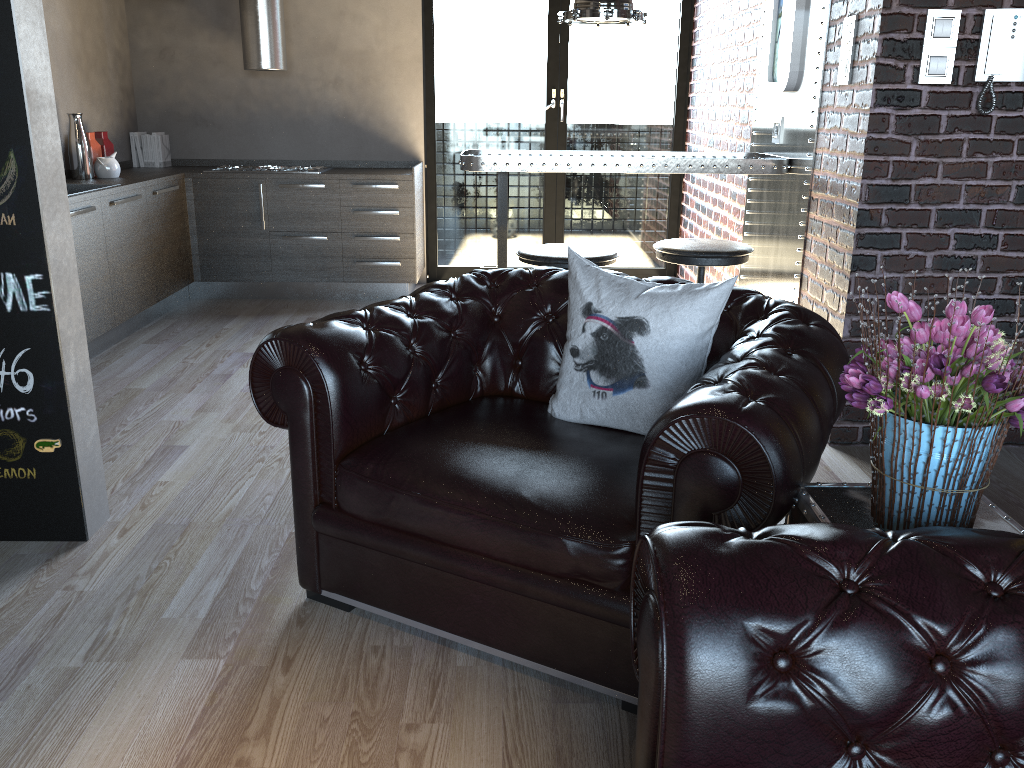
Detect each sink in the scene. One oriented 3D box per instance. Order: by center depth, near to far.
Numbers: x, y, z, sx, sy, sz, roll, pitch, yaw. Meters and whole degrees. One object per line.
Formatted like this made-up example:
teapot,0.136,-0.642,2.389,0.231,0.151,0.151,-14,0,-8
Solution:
sink,-2.483,-0.984,4.822,0.422,0.145,0.741,0,17,-1

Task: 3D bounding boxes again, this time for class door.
door,0.326,-2.073,6.665,2.001,2.670,0.111,0,17,-1

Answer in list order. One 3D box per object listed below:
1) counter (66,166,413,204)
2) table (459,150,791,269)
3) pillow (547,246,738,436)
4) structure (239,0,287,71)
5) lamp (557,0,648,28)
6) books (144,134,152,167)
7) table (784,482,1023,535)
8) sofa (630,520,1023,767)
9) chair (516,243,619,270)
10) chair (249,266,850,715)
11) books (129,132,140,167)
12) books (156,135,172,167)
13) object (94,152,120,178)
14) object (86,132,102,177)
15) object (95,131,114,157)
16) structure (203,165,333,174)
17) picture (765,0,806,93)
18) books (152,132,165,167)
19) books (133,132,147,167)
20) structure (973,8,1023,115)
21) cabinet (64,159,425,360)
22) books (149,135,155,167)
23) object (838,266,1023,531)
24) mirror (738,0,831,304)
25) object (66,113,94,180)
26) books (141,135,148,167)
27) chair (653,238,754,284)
counter,-1.727,-1.232,5.464,2.098,0.034,2.621,0,18,-1
table,0.534,-0.616,4.616,1.599,1.125,0.659,0,17,-1
pillow,0.359,-0.118,2.565,0.542,0.500,0.291,13,21,35
structure,-1.713,-2.747,6.021,0.293,1.168,0.294,-1,17,-5
lamp,0.445,-2.563,4.028,0.411,1.729,0.412,7,18,21
books,-2.666,-1.733,6.576,0.026,0.234,0.179,0,17,-1
table,0.778,0.555,1.776,0.405,0.607,0.419,0,17,-1
sofa,0.794,0.901,0.302,1.239,0.835,2.576,0,17,-1
chair,0.233,-0.207,3.899,0.451,0.771,0.451,14,22,37
chair,0.189,0.153,2.641,1.494,0.842,1.248,10,20,28
books,-2.774,-1.740,6.575,0.027,0.246,0.179,0,17,-1
books,-2.584,-1.731,6.584,0.026,0.228,0.179,0,17,-1
object,-2.563,-1.384,5.607,0.153,0.152,0.256,-8,19,-26
object,-2.681,-1.460,5.647,0.097,0.272,0.143,0,17,-1
object,-2.682,-1.518,5.830,0.097,0.272,0.143,0,17,-1
structure,-1.732,-1.544,6.357,0.811,0.026,0.504,0,18,-1
picture,1.316,-1.715,4.268,0.047,0.597,0.413,0,17,-1
books,-2.611,-1.739,6.577,0.027,0.246,0.179,0,17,-1
books,-2.733,-1.740,6.576,0.053,0.248,0.179,0,17,-1
structure,1.863,-1.185,3.274,0.279,0.369,0.069,0,17,-1
cabinet,-1.726,-0.940,5.111,2.127,1.397,3.509,0,17,-1
books,-2.639,-1.731,6.583,0.026,0.228,0.179,0,17,-1
object,0.784,0.039,1.629,0.352,0.482,0.350,10,20,29
mirror,1.353,-1.715,4.269,0.050,3.447,1.052,0,17,-1
object,-2.665,-1.462,5.456,0.127,0.390,0.128,-4,17,-13
books,-2.693,-1.732,6.582,0.026,0.228,0.179,0,17,-1
chair,0.845,-0.252,4.049,0.439,0.778,0.440,-6,18,-21
